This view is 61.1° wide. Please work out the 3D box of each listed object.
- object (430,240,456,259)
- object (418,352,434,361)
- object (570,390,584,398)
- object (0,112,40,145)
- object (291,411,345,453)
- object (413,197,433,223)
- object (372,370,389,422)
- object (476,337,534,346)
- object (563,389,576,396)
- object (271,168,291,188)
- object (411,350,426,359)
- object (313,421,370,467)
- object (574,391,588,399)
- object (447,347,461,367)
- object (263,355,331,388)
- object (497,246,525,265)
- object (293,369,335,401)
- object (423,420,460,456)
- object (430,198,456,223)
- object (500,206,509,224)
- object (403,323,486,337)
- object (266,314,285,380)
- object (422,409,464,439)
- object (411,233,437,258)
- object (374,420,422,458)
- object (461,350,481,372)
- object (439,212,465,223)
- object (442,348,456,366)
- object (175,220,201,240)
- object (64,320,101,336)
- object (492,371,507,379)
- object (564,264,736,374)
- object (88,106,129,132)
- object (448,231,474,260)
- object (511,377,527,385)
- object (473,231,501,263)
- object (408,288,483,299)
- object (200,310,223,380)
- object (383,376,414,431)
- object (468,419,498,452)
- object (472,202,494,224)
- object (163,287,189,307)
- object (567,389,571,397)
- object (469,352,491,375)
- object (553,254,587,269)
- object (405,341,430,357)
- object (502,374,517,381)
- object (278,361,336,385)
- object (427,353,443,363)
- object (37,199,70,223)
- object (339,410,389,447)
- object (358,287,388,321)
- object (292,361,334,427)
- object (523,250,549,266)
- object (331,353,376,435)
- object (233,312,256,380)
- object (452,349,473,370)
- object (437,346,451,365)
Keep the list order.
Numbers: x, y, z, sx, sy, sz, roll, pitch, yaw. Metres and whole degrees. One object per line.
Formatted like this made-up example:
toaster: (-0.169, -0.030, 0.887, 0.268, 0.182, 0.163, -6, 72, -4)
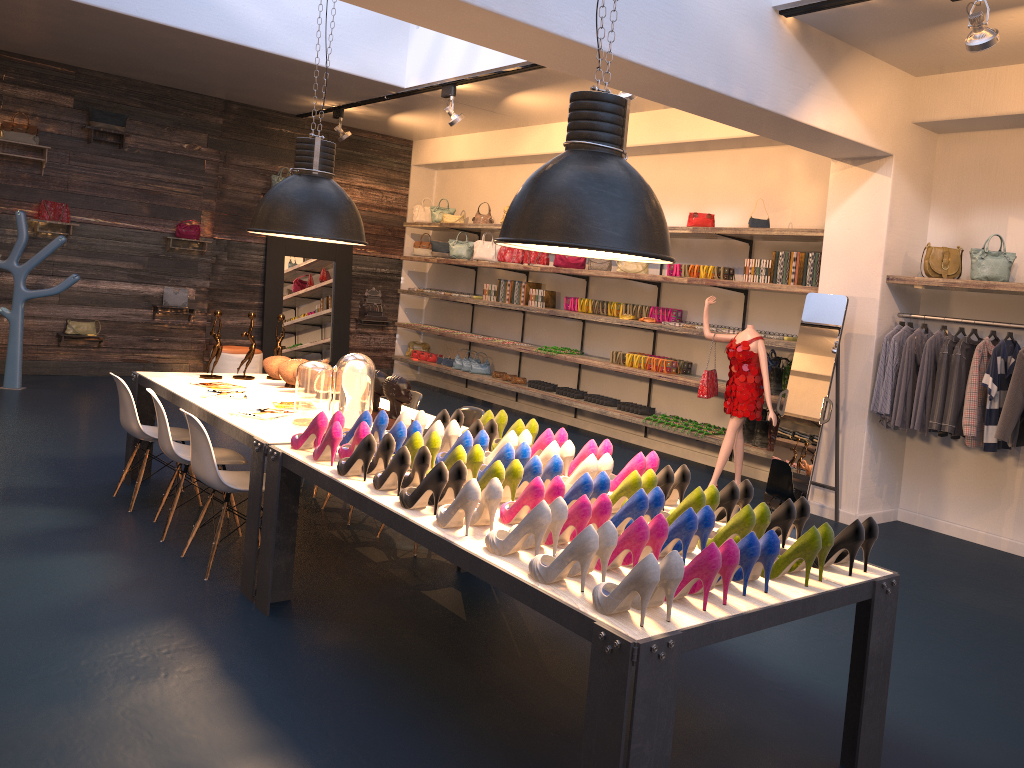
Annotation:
object: (-0.930, -1.850, 11.957, 0.420, 0.231, 0.177, 6, 4, -2)
object: (-1.209, -0.390, 12.267, 0.224, 0.118, 0.089, 5, 4, -7)
object: (0.737, 0.115, 9.810, 0.202, 0.087, 0.061, 1, 5, -38)
object: (-5.339, -2.782, 9.427, 0.378, 0.334, 0.153, 3, 3, -29)
object: (-0.882, 0.204, 3.968, 0.218, 0.195, 0.223, 2, 6, -44)
object: (-1.208, -2.478, 12.443, 0.445, 0.385, 0.184, 5, 3, -17)
object: (-0.771, 0.061, 4.913, 0.167, 0.284, 0.142, 3, 4, -39)
object: (-0.111, -0.532, 10.794, 0.385, 0.029, 0.818, 1, 8, -38)
object: (0.661, 0.095, 9.911, 0.202, 0.087, 0.061, 1, 5, -38)
object: (-2.987, -2.647, 11.350, 0.163, 0.366, 0.397, 8, 5, 39)
object: (-1.329, -0.420, 12.422, 0.224, 0.118, 0.089, 5, 4, -7)
object: (-0.740, 0.243, 3.764, 0.221, 0.195, 0.227, 4, 5, -27)
object: (0.777, 0.125, 9.760, 0.202, 0.087, 0.061, 1, 5, -38)
object: (-0.771, -0.363, 11.760, 0.206, 0.279, 0.057, 5, 2, -10)
object: (-1.437, -0.081, 5.901, 0.206, 0.202, 0.474, 9, 6, 38)
object: (-0.003, -1.611, 10.688, 0.330, 0.253, 0.141, 7, 3, 9)
object: (-1.146, -0.007, 5.521, 0.207, 0.202, 0.471, 9, 6, 33)
object: (-0.360, 0.248, 4.065, 0.218, 0.195, 0.224, 2, 6, -38)
object: (-0.961, -2.397, 12.066, 0.366, 0.366, 0.177, 6, 3, 3)
object: (0.041, -2.064, 10.638, 0.360, 0.233, 0.205, 7, 4, 9)
object: (-0.934, -0.738, 11.857, 0.382, 0.024, 1.730, 1, 8, -38)
object: (-1.649, -0.267, 6.163, 0.131, 0.467, 0.148, 7, 2, 28)
object: (-0.360, 0.209, 4.413, 0.218, 0.195, 0.224, 2, 6, -38)
object: (-1.234, -1.979, 12.346, 0.350, 0.334, 0.166, 6, 3, 4)
object: (-0.529, 0.247, 3.925, 0.224, 0.195, 0.218, 10, 6, 43)
object: (-0.522, -0.299, 11.387, 0.280, 0.282, 0.095, 5, 2, -6)
object: (-0.835, -2.257, 11.836, 0.353, 0.173, 0.239, 7, 5, 13)
object: (-0.851, -0.384, 11.868, 0.211, 0.279, 0.056, 5, 2, -19)
object: (-3.972, -1.897, 10.649, 0.267, 0.242, 0.201, 2, 5, -43)
object: (-4.902, -0.646, 9.961, 0.216, 0.173, 0.389, 9, 6, 30)
object: (-0.137, -0.115, 11.013, 0.226, 0.082, 0.221, 3, 7, -27)
object: (1.335, -0.720, 9.186, 0.493, 1.132, 2.486, 4, 6, -38)
object: (-4.636, -3.025, 9.966, 0.452, 0.231, 0.164, 0, 6, -45)
object: (-0.667, -1.842, 11.531, 0.366, 0.366, 0.177, 6, 3, 3)
object: (0.108, -0.041, 10.596, 0.218, 0.082, 0.229, 11, 8, 41)
object: (-0.296, -1.771, 11.181, 0.412, 0.385, 0.199, 7, 3, 12)
object: (-0.896, -1.260, 11.994, 0.522, 0.060, 1.405, 1, 8, -38)
object: (-2.014, -0.272, 5.865, 0.149, 0.467, 0.130, 5, 2, -27)
object: (-0.627, 0.098, 4.725, 0.167, 0.284, 0.142, 3, 4, -39)
object: (-0.188, 0.250, 4.207, 0.218, 0.195, 0.223, 2, 6, -41)
object: (-0.368, -2.208, 11.253, 0.278, 0.299, 0.108, 7, 3, 21)
object: (-4.106, -1.064, 10.620, 0.293, 0.229, 0.074, 4, 3, -24)
object: (0.700, 0.105, 9.859, 0.202, 0.087, 0.061, 1, 5, -38)
object: (-0.401, -0.269, 11.243, 0.280, 0.282, 0.095, 5, 2, -6)
object: (0.671, -1.478, 9.905, 0.280, 0.336, 0.370, 9, 5, 40)
object: (-1.356, -0.503, 12.628, 0.377, 0.233, 0.196, 5, 4, -7)
object: (-0.004, -0.078, 10.812, 0.218, 0.082, 0.229, 11, 8, 41)
object: (-1.286, -0.043, 5.703, 0.207, 0.202, 0.471, 9, 6, 33)
object: (-1.073, -0.360, 12.128, 0.224, 0.118, 0.089, 5, 3, -6)
object: (-5.097, -1.925, 9.700, 0.128, 0.254, 0.345, 8, 5, 40)
object: (-0.699, 0.206, 4.126, 0.218, 0.195, 0.224, 2, 6, -38)
object: (-1.969, -1.148, 12.376, 0.387, 0.459, 0.216, 3, 4, -39)
object: (-1.048, 0.044, 4.586, 0.196, 0.335, 0.176, 5, 3, -20)
object: (0.284, -1.530, 10.257, 0.302, 0.249, 0.142, 8, 3, 22)
object: (-0.812, 0.045, 4.457, 0.186, 0.411, 0.218, 8, 3, 40)
object: (-1.837, -0.269, 6.007, 0.138, 0.467, 0.141, 6, 2, 4)
object: (-0.641, -0.328, 11.532, 0.285, 0.282, 0.093, 5, 2, -12)
object: (-0.926, -0.402, 11.961, 0.206, 0.279, 0.057, 5, 2, -10)
